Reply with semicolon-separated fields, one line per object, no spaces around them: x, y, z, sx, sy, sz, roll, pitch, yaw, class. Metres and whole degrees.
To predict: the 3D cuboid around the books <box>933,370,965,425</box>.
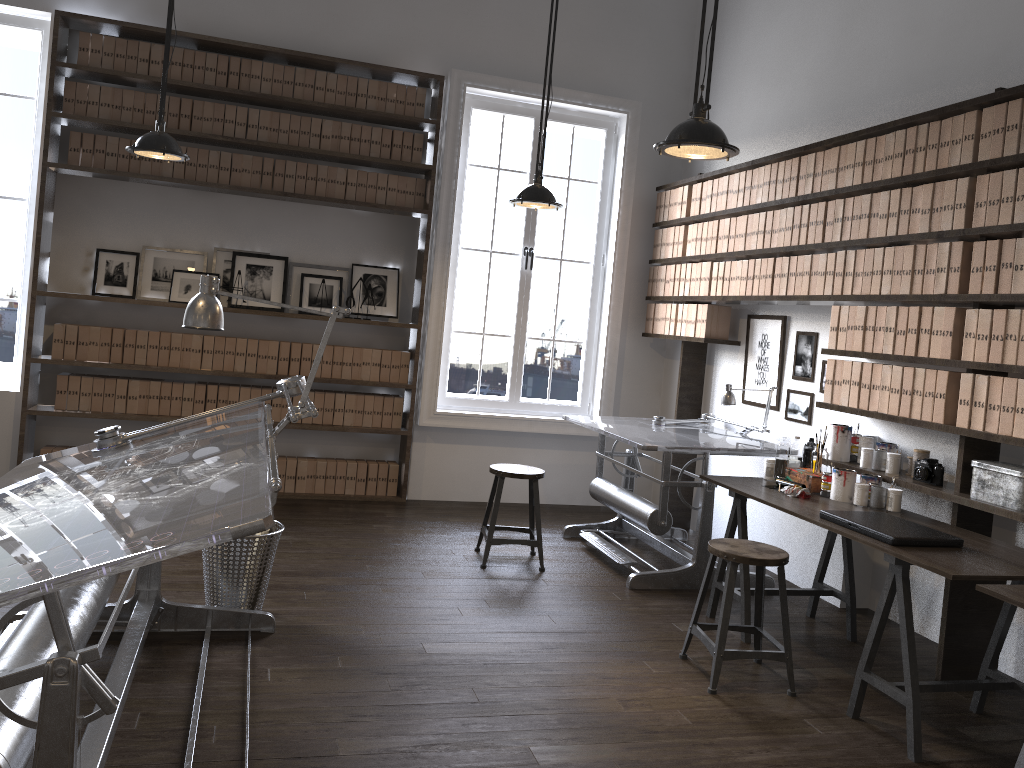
1.894;0.062;3.764;0.174;0.225;0.067;5;1;-16;books

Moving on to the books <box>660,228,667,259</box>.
1.187;-1.017;6.479;0.174;0.225;0.067;5;1;-16;books

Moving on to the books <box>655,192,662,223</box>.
1.168;-1.307;6.620;0.174;0.225;0.067;5;1;-16;books

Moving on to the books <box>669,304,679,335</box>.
1.210;-0.445;6.233;0.174;0.225;0.067;5;1;-16;books

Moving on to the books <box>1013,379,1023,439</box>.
2.008;0.100;3.366;0.174;0.225;0.067;5;1;-16;books

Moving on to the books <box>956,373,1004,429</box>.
1.929;0.074;3.636;0.174;0.225;0.067;5;1;-16;books

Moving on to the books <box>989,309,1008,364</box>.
1.990;-0.176;3.504;0.174;0.225;0.067;5;1;-16;books

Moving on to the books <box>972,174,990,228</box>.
2.003;-0.740;3.653;0.174;0.225;0.067;5;1;-16;books

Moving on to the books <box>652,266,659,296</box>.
1.139;-0.753;6.575;0.174;0.225;0.067;5;1;-16;books

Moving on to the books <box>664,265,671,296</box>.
1.198;-0.734;6.371;0.174;0.225;0.067;5;1;-16;books

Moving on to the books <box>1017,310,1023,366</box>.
2.032;-0.164;3.382;0.174;0.225;0.067;5;1;-16;books

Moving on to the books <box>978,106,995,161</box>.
2.025;-1.016;3.650;0.174;0.225;0.067;5;1;-16;books

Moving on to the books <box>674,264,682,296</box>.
1.239;-0.720;6.228;0.174;0.225;0.067;5;1;-16;books

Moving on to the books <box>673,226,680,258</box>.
1.244;-0.999;6.291;0.174;0.225;0.067;5;1;-16;books

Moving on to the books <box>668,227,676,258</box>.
1.220;-1.005;6.354;0.174;0.225;0.067;5;1;-16;books

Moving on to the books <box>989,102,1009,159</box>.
2.039;-1.010;3.588;0.174;0.225;0.067;5;1;-16;books

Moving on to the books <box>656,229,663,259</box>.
1.165;-1.024;6.548;0.174;0.225;0.067;5;1;-16;books

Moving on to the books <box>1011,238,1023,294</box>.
2.038;-0.445;3.428;0.174;0.225;0.067;5;1;-16;books

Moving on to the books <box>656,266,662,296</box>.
1.158;-0.747;6.507;0.174;0.225;0.067;5;1;-16;books

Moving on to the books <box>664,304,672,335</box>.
1.186;-0.452;6.301;0.174;0.225;0.067;5;1;-16;books

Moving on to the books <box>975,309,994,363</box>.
1.970;-0.183;3.573;0.174;0.225;0.067;5;1;-16;books

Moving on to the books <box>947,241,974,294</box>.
1.950;-0.483;3.756;0.174;0.225;0.067;5;1;-16;books

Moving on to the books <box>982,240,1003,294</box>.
1.997;-0.458;3.569;0.174;0.225;0.067;5;1;-16;books

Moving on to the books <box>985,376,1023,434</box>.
1.975;0.088;3.502;0.174;0.225;0.067;5;1;-16;books

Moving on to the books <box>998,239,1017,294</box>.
2.023;-0.451;3.498;0.174;0.225;0.067;5;1;-16;books

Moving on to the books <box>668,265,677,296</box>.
1.213;-0.727;6.297;0.174;0.225;0.067;5;1;-16;books

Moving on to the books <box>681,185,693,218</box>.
1.289;-1.267;6.210;0.174;0.225;0.067;5;1;-16;books

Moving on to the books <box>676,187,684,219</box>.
1.267;-1.274;6.279;0.174;0.225;0.067;5;1;-16;books

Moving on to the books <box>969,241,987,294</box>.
1.982;-0.465;3.641;0.174;0.225;0.067;5;1;-16;books

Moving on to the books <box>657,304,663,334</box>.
1.153;-0.464;6.433;0.174;0.225;0.067;5;1;-16;books

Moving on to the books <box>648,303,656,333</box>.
1.112;-0.477;6.566;0.174;0.225;0.067;5;1;-16;books

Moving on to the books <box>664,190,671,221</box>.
1.211;-1.294;6.481;0.174;0.225;0.067;5;1;-16;books

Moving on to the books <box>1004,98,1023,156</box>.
2.059;-1.004;3.519;0.174;0.225;0.067;5;1;-16;books

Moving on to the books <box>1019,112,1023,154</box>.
2.082;-0.997;3.450;0.174;0.225;0.067;5;1;-16;books

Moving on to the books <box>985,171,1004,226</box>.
2.021;-0.733;3.585;0.174;0.225;0.067;5;1;-16;books

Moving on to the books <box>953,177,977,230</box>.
1.970;-0.749;3.747;0.174;0.225;0.067;5;1;-16;books

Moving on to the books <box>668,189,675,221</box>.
1.234;-1.287;6.416;0.174;0.225;0.067;5;1;-16;books

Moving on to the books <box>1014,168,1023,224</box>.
2.058;-0.720;3.448;0.174;0.225;0.067;5;1;-16;books

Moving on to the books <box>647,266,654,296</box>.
1.114;-0.760;6.638;0.174;0.225;0.067;5;1;-16;books

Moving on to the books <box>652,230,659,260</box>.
1.150;-1.030;6.617;0.174;0.225;0.067;5;1;-16;books

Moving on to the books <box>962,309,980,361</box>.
1.954;-0.189;3.643;0.174;0.225;0.067;5;1;-16;books

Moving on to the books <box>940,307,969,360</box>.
1.918;-0.207;3.756;0.174;0.225;0.067;5;1;-16;books

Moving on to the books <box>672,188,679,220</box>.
1.251;-1.281;6.348;0.174;0.225;0.067;5;1;-16;books

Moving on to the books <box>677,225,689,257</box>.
1.264;-0.992;6.222;0.174;0.225;0.067;5;1;-16;books

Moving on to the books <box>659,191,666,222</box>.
1.188;-1.300;6.550;0.174;0.225;0.067;5;1;-16;books

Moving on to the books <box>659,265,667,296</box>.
1.174;-0.741;6.438;0.174;0.225;0.067;5;1;-16;books

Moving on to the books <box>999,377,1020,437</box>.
1.993;0.094;3.434;0.174;0.225;0.067;5;1;-16;books

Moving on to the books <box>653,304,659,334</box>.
1.137;-0.470;6.496;0.174;0.225;0.067;5;1;-16;books

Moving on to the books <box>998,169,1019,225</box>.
2.036;-0.727;3.517;0.174;0.225;0.067;5;1;-16;books

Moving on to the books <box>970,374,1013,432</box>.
1.952;0.081;3.568;0.174;0.225;0.067;5;1;-16;books

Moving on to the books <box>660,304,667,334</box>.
1.166;-0.458;6.371;0.174;0.225;0.067;5;1;-16;books

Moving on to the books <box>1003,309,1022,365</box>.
2.012;-0.170;3.444;0.174;0.225;0.067;5;1;-16;books

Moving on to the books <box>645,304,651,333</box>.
1.096;-0.483;6.640;0.174;0.225;0.067;5;1;-16;books

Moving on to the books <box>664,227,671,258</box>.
1.206;-1.011;6.419;0.174;0.225;0.067;5;1;-16;books

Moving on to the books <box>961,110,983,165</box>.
1.997;-1.024;3.734;0.174;0.225;0.067;5;1;-16;books
